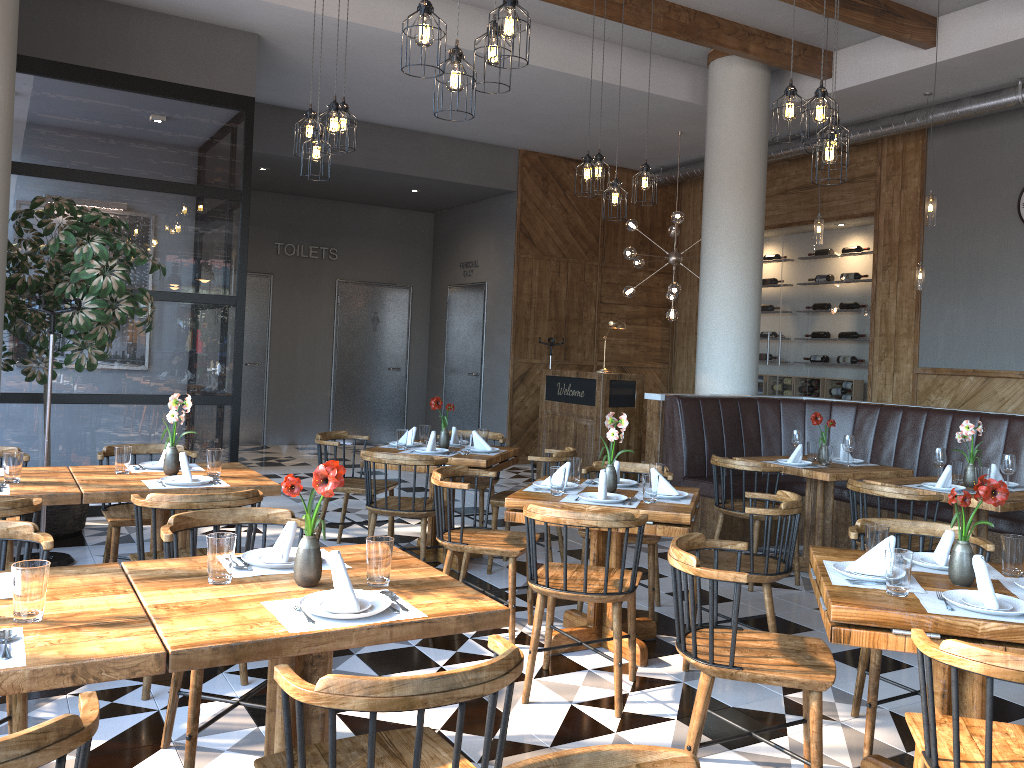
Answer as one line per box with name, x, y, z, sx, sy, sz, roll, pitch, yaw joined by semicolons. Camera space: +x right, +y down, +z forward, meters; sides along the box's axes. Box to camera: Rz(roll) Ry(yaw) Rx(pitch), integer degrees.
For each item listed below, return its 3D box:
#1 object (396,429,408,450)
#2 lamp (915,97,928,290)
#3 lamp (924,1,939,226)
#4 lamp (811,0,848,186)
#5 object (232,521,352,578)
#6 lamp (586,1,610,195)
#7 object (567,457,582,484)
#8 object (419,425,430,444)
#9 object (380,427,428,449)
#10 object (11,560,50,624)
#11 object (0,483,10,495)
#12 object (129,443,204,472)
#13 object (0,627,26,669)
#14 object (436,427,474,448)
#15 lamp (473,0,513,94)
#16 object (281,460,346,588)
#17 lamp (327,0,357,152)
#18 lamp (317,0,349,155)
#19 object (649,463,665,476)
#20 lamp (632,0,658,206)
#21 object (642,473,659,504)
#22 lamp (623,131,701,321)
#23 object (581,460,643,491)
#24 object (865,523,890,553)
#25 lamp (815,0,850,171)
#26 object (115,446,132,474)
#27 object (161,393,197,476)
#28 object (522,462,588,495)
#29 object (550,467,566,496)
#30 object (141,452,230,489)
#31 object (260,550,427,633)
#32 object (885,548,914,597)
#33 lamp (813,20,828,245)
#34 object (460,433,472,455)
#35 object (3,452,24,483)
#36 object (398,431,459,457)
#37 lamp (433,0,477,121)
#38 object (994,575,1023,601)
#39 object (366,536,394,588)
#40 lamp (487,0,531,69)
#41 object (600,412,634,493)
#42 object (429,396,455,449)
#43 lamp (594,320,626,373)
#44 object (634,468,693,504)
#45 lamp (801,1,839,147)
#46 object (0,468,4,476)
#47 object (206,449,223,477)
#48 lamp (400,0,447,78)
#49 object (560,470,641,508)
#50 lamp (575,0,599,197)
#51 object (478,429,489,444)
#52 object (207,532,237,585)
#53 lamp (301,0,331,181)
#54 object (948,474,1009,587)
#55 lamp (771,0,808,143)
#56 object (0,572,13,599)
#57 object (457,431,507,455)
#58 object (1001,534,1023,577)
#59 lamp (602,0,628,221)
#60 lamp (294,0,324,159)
object;-0.731;0.370;5.884;0.080;0.132;0.080;3;0;35
lamp;3.910;-1.872;8.409;0.078;1.964;0.078;3;0;2
lamp;3.211;-2.184;6.723;0.078;1.964;0.078;3;-1;-44
lamp;1.805;-2.154;4.932;0.175;2.071;0.175;2;-1;43
object;-0.702;0.478;2.718;0.351;0.137;0.272;2;2;-30
lamp;0.701;-2.498;6.795;0.175;2.071;0.175;2;0;13
object;0.327;0.458;4.679;0.080;0.132;0.080;2;0;-15
object;-0.623;0.360;6.305;0.080;0.132;0.080;3;0;-5
object;-0.725;0.360;6.111;0.272;0.137;0.352;3;2;15
object;-1.124;0.485;2.066;0.080;0.132;0.080;3;0;5
object;-2.285;0.375;3.679;0.351;0.137;0.272;2;2;-30
object;-1.792;0.366;4.584;0.351;0.137;0.272;2;2;-30
object;-1.194;0.488;1.812;0.351;0.137;0.272;2;2;-30
object;-0.400;0.367;6.305;0.352;0.137;0.272;3;2;15
lamp;-0.048;-2.379;4.040;0.175;2.071;0.175;2;-1;43
object;-0.539;0.386;2.441;0.171;0.355;0.156;3;0;39
lamp;-1.047;-2.537;5.684;0.175;2.071;0.175;3;0;-18
lamp;-1.028;-2.423;5.306;0.175;2.071;0.175;2;-1;39
object;0.747;0.480;4.582;0.080;0.132;0.080;2;0;-15
lamp;1.031;-2.378;6.620;0.175;2.071;0.175;3;0;-20
object;0.648;0.491;4.153;0.080;0.132;0.080;2;0;-15
lamp;1.892;-1.817;10.222;1.187;2.193;1.160;3;0;21
object;0.553;0.466;4.681;0.352;0.137;0.272;3;2;15
object;1.265;0.555;3.074;0.080;0.132;0.080;2;0;-25
lamp;1.897;-2.288;5.138;0.175;2.071;0.175;2;0;10
object;-1.903;0.372;4.332;0.080;0.132;0.080;3;0;45
object;-1.646;0.248;4.369;0.146;0.400;0.207;3;0;-38
object;0.228;0.458;4.487;0.272;0.137;0.352;3;2;15
object;0.219;0.468;4.258;0.080;0.132;0.080;2;0;-15
object;-1.518;0.393;4.127;0.351;0.137;0.272;2;2;-30
object;-0.428;0.506;2.261;0.351;0.137;0.272;2;2;-30
object;1.157;0.565;2.653;0.080;0.132;0.080;2;0;-25
lamp;2.678;-2.180;7.630;0.078;1.964;0.078;3;0;2
object;-0.302;0.392;5.779;0.080;0.132;0.080;2;0;-15
object;-2.219;0.372;3.939;0.080;0.132;0.080;2;0;-15
object;-0.529;0.380;5.788;0.352;0.137;0.272;3;2;15
lamp;-0.209;-2.207;3.888;0.175;2.071;0.175;3;-1;-36
object;1.691;0.583;2.750;0.272;0.137;0.352;3;2;15
object;-0.376;0.503;2.504;0.080;0.132;0.080;3;0;45
lamp;0.028;-2.426;3.846;0.175;2.071;0.175;3;-1;-36
object;0.517;0.341;4.424;0.146;0.400;0.207;3;0;-19
object;-0.491;0.263;6.063;0.171;0.355;0.156;3;0;17
lamp;0.877;-0.204;7.933;0.170;0.757;0.445;2;0;35
object;0.749;0.486;4.358;0.272;0.137;0.352;3;2;15
lamp;1.691;-2.327;4.756;0.175;2.071;0.175;2;-1;32
object;-2.559;0.347;4.136;0.351;0.137;0.272;2;2;-30
object;-1.470;0.389;4.377;0.080;0.132;0.080;3;0;45
lamp;-0.328;-2.337;3.706;0.175;2.071;0.175;2;0;21
object;0.424;0.478;4.164;0.352;0.137;0.272;3;2;15
lamp;0.599;-2.440;6.611;0.175;2.071;0.175;3;0;2
object;-0.203;0.382;6.208;0.080;0.132;0.080;3;0;-5
object;-0.808;0.485;2.458;0.080;0.132;0.080;3;0;45
lamp;-1.169;-2.304;5.480;0.175;2.071;0.175;3;0;-18
object;1.465;0.462;2.792;0.171;0.355;0.156;3;0;25
lamp;1.584;-2.395;4.934;0.175;2.071;0.175;2;-1;43
object;-1.468;0.460;2.270;0.351;0.137;0.272;2;2;-30
object;-0.204;0.387;5.982;0.272;0.137;0.352;3;2;15
object;1.685;0.577;2.977;0.080;0.132;0.080;2;0;-25
lamp;0.806;-2.256;6.592;0.175;2.071;0.175;2;0;13
lamp;-1.257;-2.489;5.674;0.175;2.071;0.175;3;0;-29
